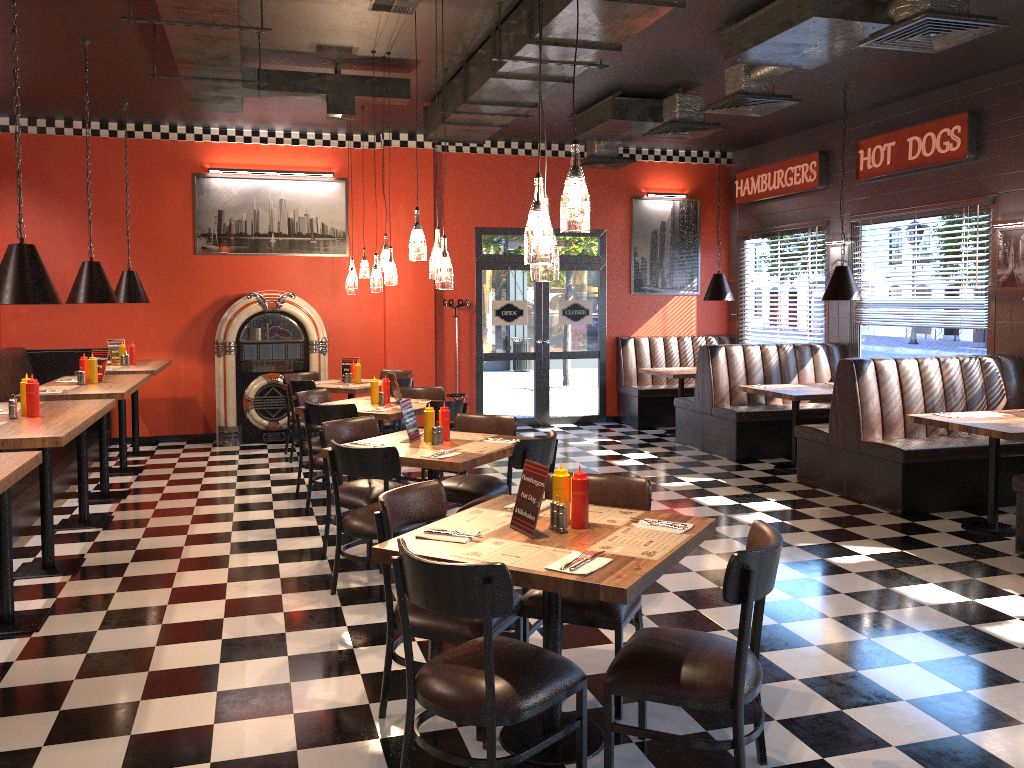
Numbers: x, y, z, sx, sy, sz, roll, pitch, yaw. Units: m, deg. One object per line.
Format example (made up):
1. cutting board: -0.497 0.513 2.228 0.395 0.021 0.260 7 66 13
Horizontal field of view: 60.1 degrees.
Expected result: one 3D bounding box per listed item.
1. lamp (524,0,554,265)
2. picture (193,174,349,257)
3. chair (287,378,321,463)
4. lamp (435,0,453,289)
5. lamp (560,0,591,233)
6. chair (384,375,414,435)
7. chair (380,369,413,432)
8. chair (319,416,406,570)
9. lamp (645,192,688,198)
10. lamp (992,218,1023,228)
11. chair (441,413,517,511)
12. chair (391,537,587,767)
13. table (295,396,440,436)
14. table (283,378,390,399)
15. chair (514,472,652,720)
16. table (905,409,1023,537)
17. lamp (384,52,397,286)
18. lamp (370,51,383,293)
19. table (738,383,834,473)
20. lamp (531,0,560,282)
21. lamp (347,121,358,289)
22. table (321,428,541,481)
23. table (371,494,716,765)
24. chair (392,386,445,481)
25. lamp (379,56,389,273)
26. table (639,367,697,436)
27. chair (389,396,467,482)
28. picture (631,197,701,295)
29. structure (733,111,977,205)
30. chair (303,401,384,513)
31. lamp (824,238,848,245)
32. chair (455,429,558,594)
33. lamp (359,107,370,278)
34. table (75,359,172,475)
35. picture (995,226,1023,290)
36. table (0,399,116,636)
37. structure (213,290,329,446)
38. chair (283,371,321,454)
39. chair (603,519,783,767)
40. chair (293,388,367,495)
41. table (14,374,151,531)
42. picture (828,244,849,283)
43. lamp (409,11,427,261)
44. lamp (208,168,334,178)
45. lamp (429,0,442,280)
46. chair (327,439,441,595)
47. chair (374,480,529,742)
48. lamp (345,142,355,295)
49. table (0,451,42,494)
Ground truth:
1. lamp: 0.093 -1.406 3.111 0.108 1.961 0.108 -2 3 -29
2. picture: -2.845 -1.996 10.544 1.770 0.938 0.023 -2 3 -16
3. chair: -1.972 0.370 8.948 0.545 0.865 0.487 -3 5 -41
4. lamp: -0.407 -1.547 5.257 0.108 1.961 0.109 0 3 -5
5. lamp: 0.221 -1.516 3.084 0.108 1.961 0.108 -2 3 -25
6. chair: -1.287 0.351 9.116 0.544 0.865 0.487 1 4 16
7. chair: -1.391 0.284 9.835 0.487 0.865 0.545 3 4 38
8. chair: -0.935 0.671 5.708 0.545 0.865 0.487 3 4 38
9. lamp: 2.077 -2.542 11.930 0.610 0.056 0.081 -2 5 -16
10. lamp: 4.326 -1.393 7.687 0.081 0.056 0.335 -2 5 -16
11. chair: -0.251 0.653 5.864 0.486 0.865 0.545 2 4 29
12. chair: -0.091 0.932 2.894 0.487 0.865 0.545 3 5 41
13. table: -1.120 0.556 7.429 0.960 0.772 0.959 2 5 29
14. table: -1.714 0.376 9.365 0.960 0.772 0.959 2 5 29
15. chair: 0.318 0.849 3.761 0.486 0.865 0.546 1 4 23
16. table: 3.885 0.632 6.414 1.692 0.772 0.959 -2 5 -16
17. lamp: -1.005 -1.794 7.280 0.108 1.961 0.108 -2 3 -34
18. lamp: -1.118 -1.730 7.235 0.108 1.961 0.109 0 3 -5
19. table: 3.220 0.420 8.690 1.692 0.772 0.959 -2 5 -16
20. lamp: 0.119 -1.359 3.234 0.108 1.961 0.108 1 3 30
21. lamp: -1.676 -1.977 9.254 0.108 1.961 0.108 1 3 26
22. table: -0.464 0.746 5.392 0.960 0.772 0.959 2 5 29
23. table: 0.156 0.938 3.323 0.957 0.772 0.962 2 5 29
24. chair: -0.854 0.471 7.828 0.486 0.865 0.546 0 4 7
25. lamp: -1.061 -1.917 7.392 0.108 1.961 0.108 1 3 30
26. table: 2.547 0.207 10.991 1.692 0.772 0.959 -2 5 -16
27. chair: -0.649 0.538 7.108 0.545 0.865 0.487 2 4 33
28. picture: 2.087 -1.862 11.999 1.023 1.298 0.016 -1 3 -16
29. structure: 4.615 -2.129 6.577 0.120 0.437 11.293 -1 5 -16
30. chair: -1.333 0.555 6.952 0.486 0.865 0.546 1 4 24
31. lamp: 3.655 -1.607 9.981 0.081 0.056 0.335 -2 5 -16
32. chair: -0.008 0.716 5.193 0.545 0.865 0.487 1 4 26
33. lamp: -1.559 -2.095 9.304 0.108 1.961 0.109 1 3 16
34. table: -3.901 0.303 9.032 0.696 0.997 1.696 -1 5 -16
35. picture: 4.359 -1.093 7.715 0.012 0.535 0.352 -1 4 -16
36. table: -2.710 0.682 4.957 0.696 0.997 1.696 -1 5 -16
37. structure: -2.802 -0.208 10.363 1.294 1.764 0.501 -1 3 -16
38. chair: -2.155 0.316 9.524 0.545 0.865 0.487 3 4 38
39. chair: 0.629 0.920 2.998 0.545 0.865 0.487 1 4 23
40. chair: -1.577 0.493 7.623 0.544 0.865 0.487 1 4 21
41. table: -3.301 0.494 6.980 0.696 0.997 1.696 -1 5 -16
42. picture: 3.689 -1.306 10.006 0.012 0.535 0.352 -1 4 -16
43. lamp: -0.574 -1.722 5.306 0.108 1.961 0.108 -3 4 -44
44. lamp: -2.840 -2.501 10.491 1.444 0.056 0.081 -2 5 -16
45. lamp: -0.455 -1.616 5.368 0.108 1.961 0.108 1 3 26
46. chair: -0.731 0.738 4.988 0.487 0.865 0.545 2 4 32
47. chair: -0.260 0.869 3.578 0.545 0.865 0.487 1 4 24
48. lamp: -1.724 -1.929 9.370 0.108 1.961 0.108 -2 3 -34
49. table: -2.115 0.871 2.924 0.696 0.997 1.696 -1 5 -16
